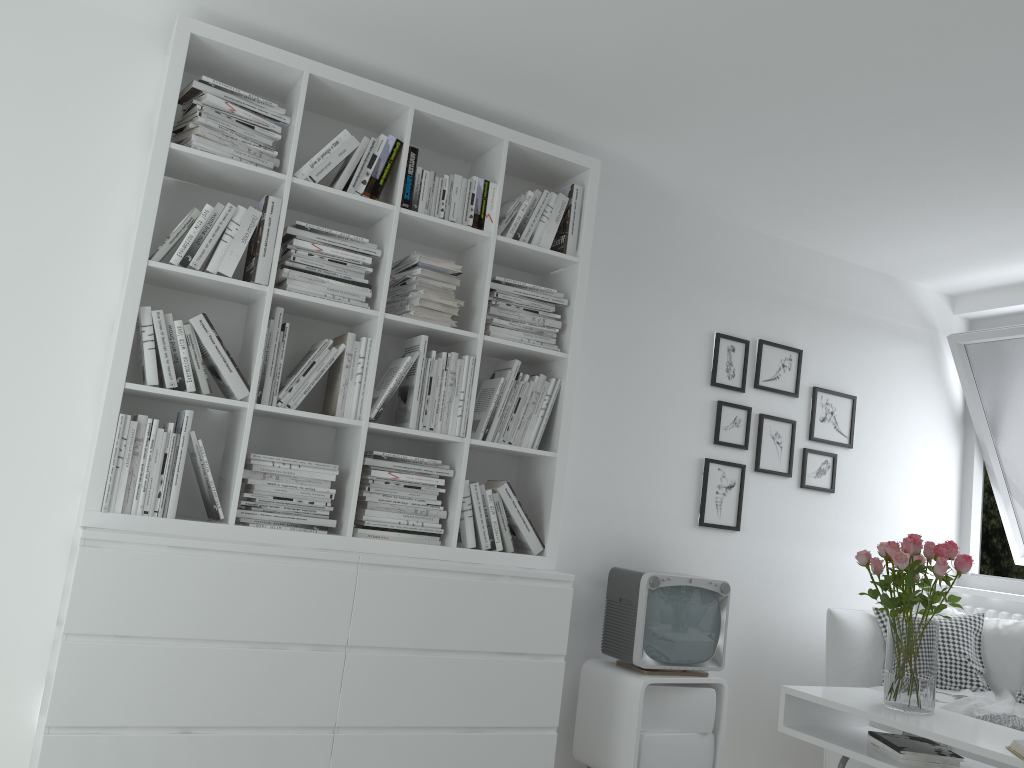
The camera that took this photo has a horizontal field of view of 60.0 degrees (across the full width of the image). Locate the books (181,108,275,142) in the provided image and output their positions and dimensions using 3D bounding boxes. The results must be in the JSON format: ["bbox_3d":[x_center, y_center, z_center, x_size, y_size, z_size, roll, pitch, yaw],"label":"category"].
[{"bbox_3d":[-0.941,-0.841,2.941,0.161,0.012,0.254,-1,-11,42],"label":"books"}]

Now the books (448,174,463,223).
[{"bbox_3d":[-0.235,-0.661,3.256,0.030,0.184,0.134,11,-9,-27],"label":"books"}]

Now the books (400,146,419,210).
[{"bbox_3d":[-0.393,-0.717,3.173,0.042,0.231,0.140,11,-9,-27],"label":"books"}]

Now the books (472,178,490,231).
[{"bbox_3d":[-0.143,-0.650,3.300,0.045,0.196,0.136,11,-9,-27],"label":"books"}]

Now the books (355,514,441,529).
[{"bbox_3d":[-0.416,0.481,3.118,0.288,0.016,0.182,11,-9,-27],"label":"books"}]

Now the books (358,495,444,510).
[{"bbox_3d":[-0.410,0.419,3.145,0.288,0.016,0.182,11,-9,-27],"label":"books"}]

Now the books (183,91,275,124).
[{"bbox_3d":[-0.941,-0.899,2.952,0.254,0.013,0.161,14,-11,-42],"label":"books"}]

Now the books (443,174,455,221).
[{"bbox_3d":[-0.257,-0.663,3.243,0.022,0.178,0.128,11,-9,-27],"label":"books"}]

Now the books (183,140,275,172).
[{"bbox_3d":[-0.955,-0.728,2.936,0.288,0.016,0.182,14,-11,-42],"label":"books"}]

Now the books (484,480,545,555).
[{"bbox_3d":[-0.004,0.495,3.299,0.226,0.255,0.176,11,-9,-27],"label":"books"}]

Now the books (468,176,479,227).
[{"bbox_3d":[-0.173,-0.657,3.286,0.020,0.200,0.127,11,-9,-27],"label":"books"}]

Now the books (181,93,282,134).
[{"bbox_3d":[-0.932,-0.880,2.951,0.174,0.021,0.273,-1,-11,42],"label":"books"}]

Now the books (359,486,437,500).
[{"bbox_3d":[-0.417,0.383,3.129,0.263,0.017,0.167,11,-9,-27],"label":"books"}]

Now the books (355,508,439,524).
[{"bbox_3d":[-0.415,0.462,3.121,0.273,0.021,0.174,11,-9,-27],"label":"books"}]

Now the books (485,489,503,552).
[{"bbox_3d":[-0.100,0.495,3.249,0.101,0.218,0.161,11,-9,-27],"label":"books"}]

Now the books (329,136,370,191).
[{"bbox_3d":[-0.578,-0.743,3.086,0.101,0.218,0.161,11,-9,-27],"label":"books"}]

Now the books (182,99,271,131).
[{"bbox_3d":[-0.945,-0.867,2.936,0.256,0.013,0.161,12,-10,-32],"label":"books"}]

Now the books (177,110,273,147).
[{"bbox_3d":[-0.953,-0.827,2.941,0.263,0.017,0.167,14,-11,-42],"label":"books"}]

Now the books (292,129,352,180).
[{"bbox_3d":[-0.675,-0.762,3.056,0.173,0.226,0.186,11,-9,-27],"label":"books"}]

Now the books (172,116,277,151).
[{"bbox_3d":[-0.957,-0.809,2.955,0.182,0.016,0.288,-1,-11,42],"label":"books"}]

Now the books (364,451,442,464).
[{"bbox_3d":[-0.397,0.261,3.141,0.254,0.012,0.161,11,-9,-27],"label":"books"}]

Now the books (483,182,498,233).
[{"bbox_3d":[-0.106,-0.640,3.316,0.036,0.191,0.139,11,-9,-27],"label":"books"}]

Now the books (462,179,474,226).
[{"bbox_3d":[-0.189,-0.651,3.269,0.022,0.179,0.128,11,-9,-27],"label":"books"}]

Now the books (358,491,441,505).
[{"bbox_3d":[-0.418,0.402,3.143,0.288,0.016,0.182,11,-9,-27],"label":"books"}]

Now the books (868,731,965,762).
[{"bbox_3d":[1.344,1.208,2.963,0.207,0.012,0.257,7,-8,1],"label":"books"}]

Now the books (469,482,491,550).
[{"bbox_3d":[-0.150,0.475,3.217,0.112,0.235,0.172,11,-9,-27],"label":"books"}]

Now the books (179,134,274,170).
[{"bbox_3d":[-0.952,-0.747,2.935,0.273,0.021,0.174,13,-10,-37],"label":"books"}]

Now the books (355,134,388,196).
[{"bbox_3d":[-0.522,-0.746,3.123,0.089,0.248,0.159,11,-9,-27],"label":"books"}]

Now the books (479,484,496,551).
[{"bbox_3d":[-0.123,0.483,3.233,0.104,0.232,0.152,11,-9,-27],"label":"books"}]

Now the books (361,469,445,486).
[{"bbox_3d":[-0.397,0.330,3.136,0.273,0.021,0.174,11,-9,-27],"label":"books"}]

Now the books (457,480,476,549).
[{"bbox_3d":[-0.193,0.466,3.207,0.093,0.239,0.172,11,-9,-27],"label":"books"}]

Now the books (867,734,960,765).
[{"bbox_3d":[1.336,1.221,2.964,0.191,0.014,0.254,7,-8,-2],"label":"books"}]

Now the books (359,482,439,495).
[{"bbox_3d":[-0.406,0.369,3.127,0.254,0.012,0.161,11,-9,-27],"label":"books"}]

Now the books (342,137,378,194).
[{"bbox_3d":[-0.546,-0.739,3.100,0.084,0.222,0.161,11,-9,-27],"label":"books"}]

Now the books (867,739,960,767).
[{"bbox_3d":[1.333,1.234,2.957,0.191,0.014,0.259,7,-8,0],"label":"books"}]

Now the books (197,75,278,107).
[{"bbox_3d":[-0.931,-0.949,2.955,0.254,0.012,0.161,13,-10,-37],"label":"books"}]

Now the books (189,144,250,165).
[{"bbox_3d":[-0.943,-0.712,2.925,0.288,0.016,0.182,13,-10,-37],"label":"books"}]

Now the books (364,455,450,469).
[{"bbox_3d":[-0.383,0.276,3.143,0.285,0.012,0.159,11,-9,-27],"label":"books"}]

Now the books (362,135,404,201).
[{"bbox_3d":[-0.483,-0.741,3.141,0.118,0.251,0.170,11,-9,-27],"label":"books"}]

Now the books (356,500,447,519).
[{"bbox_3d":[-0.402,0.444,3.147,0.296,0.028,0.180,11,-9,-27],"label":"books"}]

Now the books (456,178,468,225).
[{"bbox_3d":[-0.209,-0.654,3.261,0.021,0.178,0.128,11,-9,-27],"label":"books"}]

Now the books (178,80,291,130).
[{"bbox_3d":[-0.929,-0.914,2.962,0.331,0.025,0.176,13,-10,-37],"label":"books"}]

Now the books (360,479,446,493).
[{"bbox_3d":[-0.397,0.359,3.139,0.285,0.012,0.159,11,-9,-27],"label":"books"}]

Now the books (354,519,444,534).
[{"bbox_3d":[-0.407,0.497,3.109,0.288,0.016,0.182,11,-9,-27],"label":"books"}]

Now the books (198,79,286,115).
[{"bbox_3d":[-0.918,-0.933,2.959,0.285,0.012,0.159,12,-10,-32],"label":"books"}]

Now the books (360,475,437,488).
[{"bbox_3d":[-0.411,0.343,3.124,0.256,0.013,0.161,11,-9,-27],"label":"books"}]

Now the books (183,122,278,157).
[{"bbox_3d":[-0.950,-0.791,2.959,0.288,0.016,0.182,12,-10,-32],"label":"books"}]

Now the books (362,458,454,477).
[{"bbox_3d":[-0.392,0.296,3.148,0.331,0.025,0.176,11,-9,-27],"label":"books"}]

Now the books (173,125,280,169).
[{"bbox_3d":[-0.946,-0.770,2.941,0.180,0.028,0.296,-1,-11,42],"label":"books"}]

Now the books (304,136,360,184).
[{"bbox_3d":[-0.639,-0.749,3.063,0.162,0.210,0.167,11,-9,-27],"label":"books"}]

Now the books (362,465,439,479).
[{"bbox_3d":[-0.406,0.311,3.139,0.254,0.013,0.161,11,-9,-27],"label":"books"}]

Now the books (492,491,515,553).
[{"bbox_3d":[-0.064,0.504,3.261,0.118,0.213,0.161,11,-9,-27],"label":"books"}]

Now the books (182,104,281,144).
[{"bbox_3d":[-0.934,-0.851,2.954,0.285,0.012,0.159,13,-10,-37],"label":"books"}]

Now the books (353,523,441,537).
[{"bbox_3d":[-0.443,0.513,3.146,0.312,0.012,0.251,11,-9,-26],"label":"books"}]
